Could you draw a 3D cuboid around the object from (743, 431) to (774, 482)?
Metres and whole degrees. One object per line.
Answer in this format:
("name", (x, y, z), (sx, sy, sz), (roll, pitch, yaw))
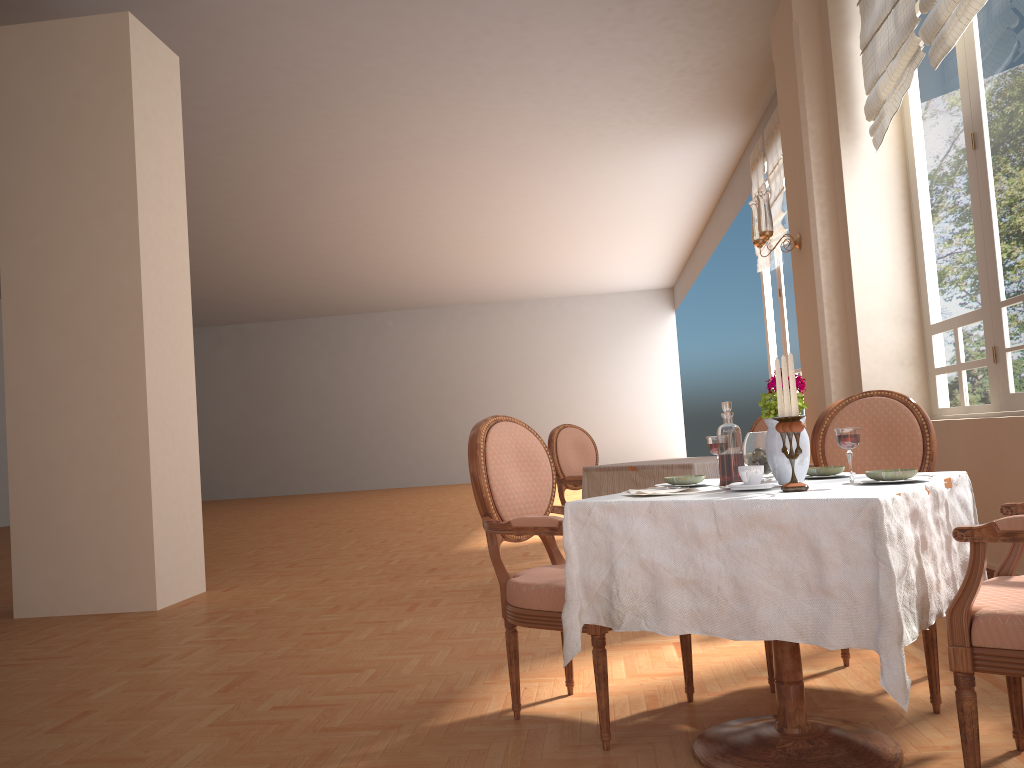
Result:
("object", (0.668, 0.198, 2.378), (0.093, 0.138, 0.093), (-6, -4, 33))

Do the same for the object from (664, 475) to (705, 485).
("object", (0.492, 0.276, 2.525), (0.117, 0.024, 0.117), (-5, -4, 15))

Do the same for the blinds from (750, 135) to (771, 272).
("blinds", (2.476, -1.756, 8.872), (0.038, 1.292, 0.690), (-4, -3, 5))

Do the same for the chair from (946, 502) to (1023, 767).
("chair", (1.251, 0.409, 1.865), (0.593, 0.931, 0.521), (-7, -4, 38))

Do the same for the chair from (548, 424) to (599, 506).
("chair", (0.532, 0.689, 5.332), (0.521, 0.931, 0.593), (-1, -4, -40))

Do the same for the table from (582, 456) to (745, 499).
("table", (0.952, 0.750, 4.794), (0.831, 0.676, 0.830), (-1, -5, -40))

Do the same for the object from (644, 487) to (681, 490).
("object", (0.403, 0.285, 2.412), (0.126, 0.006, 0.027), (-7, -5, 38))

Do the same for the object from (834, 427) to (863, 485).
("object", (0.810, 0.173, 2.126), (0.062, 0.135, 0.062), (-6, -4, 36))

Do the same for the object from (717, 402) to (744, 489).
("object", (0.565, 0.157, 2.299), (0.074, 0.222, 0.074), (-3, -3, -16))

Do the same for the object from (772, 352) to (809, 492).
("object", (0.650, 0.089, 2.080), (0.059, 0.325, 0.177), (-4, -3, 4))

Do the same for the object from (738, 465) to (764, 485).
("object", (0.587, 0.228, 2.194), (0.078, 0.049, 0.062), (-3, -4, -23))

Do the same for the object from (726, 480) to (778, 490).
("object", (0.595, 0.252, 2.195), (0.119, 0.016, 0.119), (-6, -4, 25))

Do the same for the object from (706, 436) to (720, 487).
("object", (0.558, 0.208, 2.385), (0.062, 0.135, 0.062), (-6, -4, 36))

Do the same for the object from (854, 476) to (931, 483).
("object", (0.913, 0.231, 2.131), (0.171, 0.005, 0.171), (-1, -5, -35))

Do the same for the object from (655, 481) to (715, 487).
("object", (0.493, 0.286, 2.525), (0.171, 0.005, 0.171), (-7, -5, 42))

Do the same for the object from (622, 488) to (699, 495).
("object", (0.351, 0.274, 2.256), (0.234, 0.012, 0.095), (-8, -5, 43))

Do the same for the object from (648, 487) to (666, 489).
("object", (0.433, 0.286, 2.447), (0.127, 0.004, 0.013), (-7, -5, 39))

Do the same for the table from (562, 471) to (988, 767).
("table", (0.695, 0.601, 2.288), (0.830, 0.680, 0.836), (-7, -4, 39))

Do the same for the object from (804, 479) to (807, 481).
("object", (0.764, 0.193, 2.383), (0.062, 0.135, 0.062), (-6, -4, 36))

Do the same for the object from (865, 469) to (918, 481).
("object", (0.912, 0.220, 2.131), (0.117, 0.024, 0.117), (0, -5, -44))

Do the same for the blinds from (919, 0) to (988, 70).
("blinds", (1.843, -2.081, 3.732), (0.085, 1.235, 0.788), (-4, -3, 5))

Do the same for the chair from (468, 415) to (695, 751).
("chair", (0.185, 0.541, 2.733), (0.593, 0.931, 0.521), (-7, -4, 38))

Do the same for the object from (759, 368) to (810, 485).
("object", (0.695, 0.105, 2.262), (0.124, 0.302, 0.143), (-4, -3, 4))

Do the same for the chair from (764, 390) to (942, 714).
("chair", (1.122, 0.483, 2.844), (0.521, 0.931, 0.593), (-7, -4, 38))

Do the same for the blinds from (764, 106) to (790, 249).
("blinds", (2.386, -1.830, 8.091), (0.085, 1.235, 0.699), (-4, -3, 5))

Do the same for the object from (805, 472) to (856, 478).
("object", (0.874, 0.257, 2.489), (0.171, 0.005, 0.171), (-7, -5, 36))

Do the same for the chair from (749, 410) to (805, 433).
("chair", (1.472, 0.618, 5.256), (0.593, 0.931, 0.521), (-1, -4, -40))

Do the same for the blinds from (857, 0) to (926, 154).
("blinds", (1.924, -1.962, 4.551), (0.072, 1.375, 0.844), (-4, -3, 6))

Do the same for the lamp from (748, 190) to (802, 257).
("lamp", (1.636, -0.991, 5.508), (0.274, 0.362, 0.320), (-4, -3, 5))

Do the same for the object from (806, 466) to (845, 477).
("object", (0.873, 0.247, 2.489), (0.117, 0.024, 0.117), (-3, -4, -16))

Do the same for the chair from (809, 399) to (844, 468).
("chair", (1.406, 0.557, 4.270), (0.521, 0.931, 0.593), (-1, -4, -40))
